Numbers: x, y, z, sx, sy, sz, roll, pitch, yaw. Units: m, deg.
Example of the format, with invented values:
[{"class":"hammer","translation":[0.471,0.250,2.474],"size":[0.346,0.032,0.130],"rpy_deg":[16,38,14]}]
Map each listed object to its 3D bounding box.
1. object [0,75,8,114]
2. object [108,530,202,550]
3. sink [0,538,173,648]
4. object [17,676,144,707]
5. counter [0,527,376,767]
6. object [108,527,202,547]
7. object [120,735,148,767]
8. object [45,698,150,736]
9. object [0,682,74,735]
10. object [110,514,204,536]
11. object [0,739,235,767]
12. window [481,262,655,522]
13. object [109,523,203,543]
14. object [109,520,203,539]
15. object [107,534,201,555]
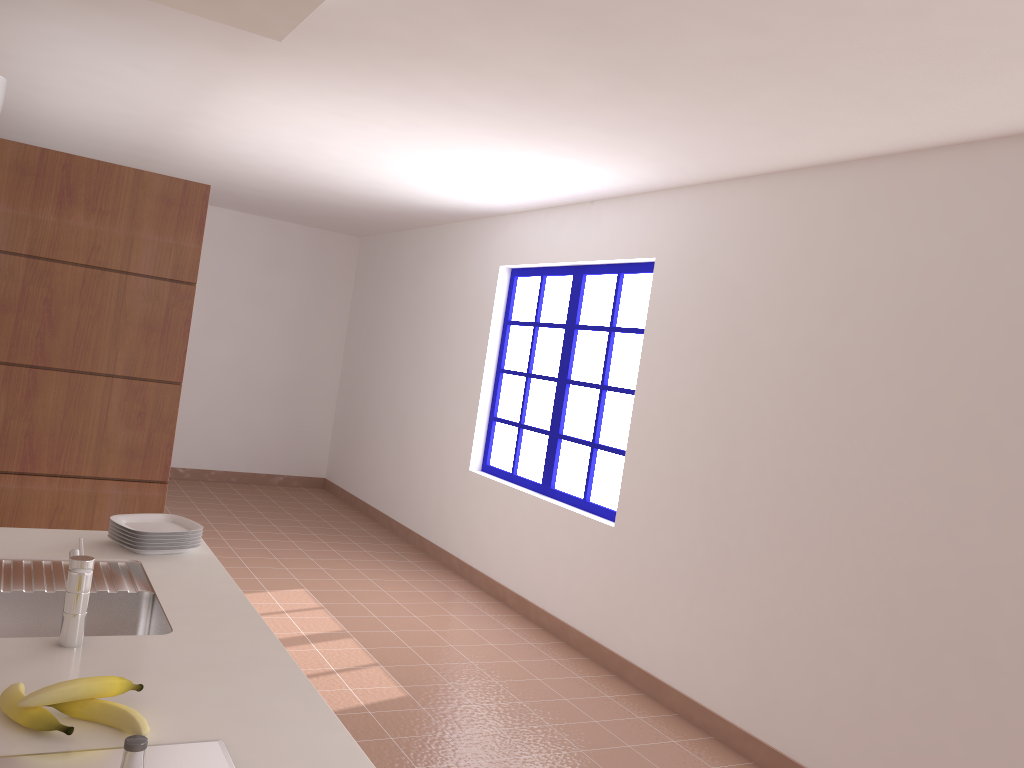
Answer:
[{"class":"object","translation":[-2.034,-0.467,3.131],"size":[0.279,1.344,0.297],"rpy_deg":[9,1,20]},{"class":"object","translation":[-1.027,0.448,2.549],"size":[0.228,0.020,0.228],"rpy_deg":[10,2,42]},{"class":"sink","translation":[-1.017,0.476,2.011],"size":[0.404,0.368,0.668],"rpy_deg":[8,1,-30]},{"class":"object","translation":[-0.686,0.498,1.440],"size":[0.047,0.055,0.207],"rpy_deg":[9,1,37]},{"class":"counter","translation":[-0.871,0.915,1.654],"size":[0.821,0.800,2.156],"rpy_deg":[8,1,-30]},{"class":"object","translation":[-1.026,0.438,2.549],"size":[0.228,0.020,0.228],"rpy_deg":[10,2,42]},{"class":"object","translation":[-0.399,0.475,0.905],"size":[0.071,0.230,0.071],"rpy_deg":[10,1,42]},{"class":"object","translation":[-0.662,0.530,1.430],"size":[0.207,0.033,0.060],"rpy_deg":[9,1,15]},{"class":"object","translation":[-0.765,0.515,1.401],"size":[0.207,0.033,0.060],"rpy_deg":[10,1,40]},{"class":"object","translation":[-1.021,0.408,2.549],"size":[0.228,0.020,0.228],"rpy_deg":[10,2,42]},{"class":"object","translation":[-0.546,0.569,1.070],"size":[0.493,0.006,0.551],"rpy_deg":[8,1,-30]},{"class":"window","translation":[0.319,-0.018,5.462],"size":[0.035,1.430,1.699],"rpy_deg":[8,1,-30]},{"class":"object","translation":[-1.024,0.428,2.549],"size":[0.228,0.020,0.228],"rpy_deg":[10,2,42]},{"class":"object","translation":[-1.023,0.418,2.549],"size":[0.228,0.020,0.228],"rpy_deg":[10,2,42]},{"class":"object","translation":[-1.029,0.458,2.550],"size":[0.228,0.020,0.228],"rpy_deg":[10,2,42]}]
